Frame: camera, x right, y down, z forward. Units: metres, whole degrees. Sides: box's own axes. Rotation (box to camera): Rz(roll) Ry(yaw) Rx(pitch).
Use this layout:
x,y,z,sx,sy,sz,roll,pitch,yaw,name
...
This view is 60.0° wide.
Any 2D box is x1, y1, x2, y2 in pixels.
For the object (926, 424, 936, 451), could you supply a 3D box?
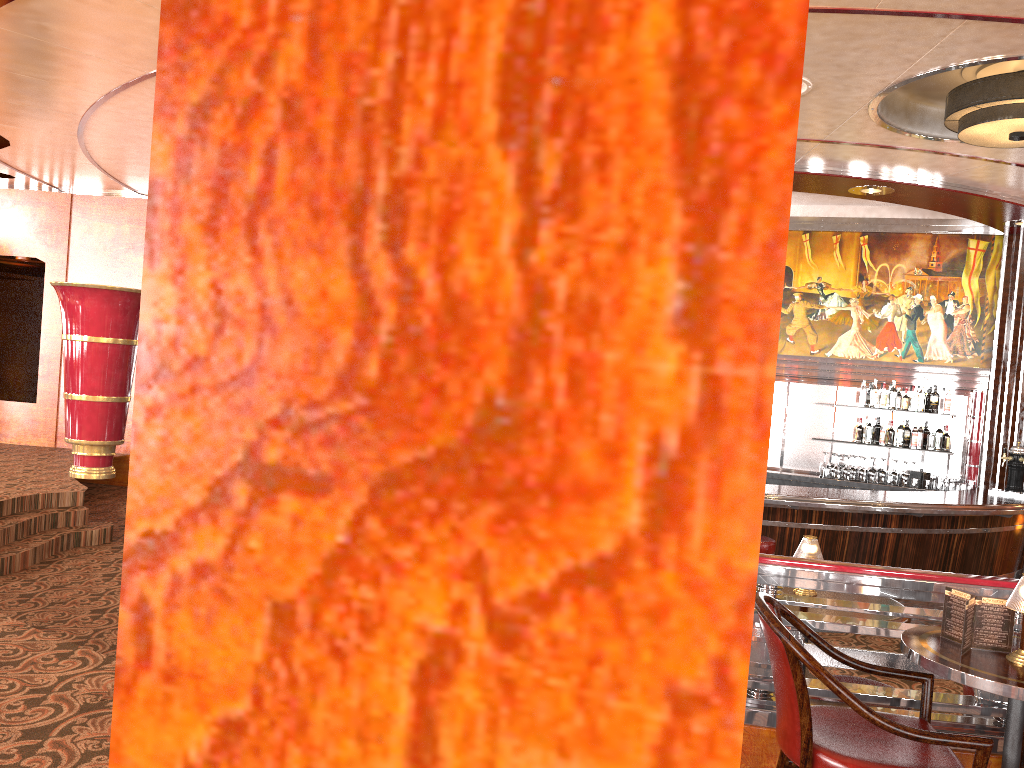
x,y,z,sx,sy,sz,roll,pitch,yaw,name
4.240,0.537,8.958,0.080,0.272,0.080,5,2,23,object

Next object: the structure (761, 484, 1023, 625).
x,y,z,sx,sy,sz,roll,pitch,yaw,name
1.131,1.268,8.400,7.807,1.048,3.207,5,1,20,structure

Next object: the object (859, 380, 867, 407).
x,y,z,sx,sy,sz,roll,pitch,yaw,name
3.634,0.099,9.167,0.067,0.283,0.067,4,2,-24,object

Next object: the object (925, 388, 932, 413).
x,y,z,sx,sy,sz,roll,pitch,yaw,name
4.275,0.166,9.088,0.090,0.256,0.090,5,2,26,object

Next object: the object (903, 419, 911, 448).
x,y,z,sx,sy,sz,roll,pitch,yaw,name
4.051,0.509,9.111,0.090,0.293,0.090,5,2,14,object

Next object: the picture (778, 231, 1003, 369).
x,y,z,sx,sy,sz,roll,pitch,yaw,name
1.878,-1.064,9.847,6.252,1.323,0.001,5,2,20,picture

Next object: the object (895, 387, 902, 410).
x,y,z,sx,sy,sz,roll,pitch,yaw,name
3.952,0.150,9.120,0.068,0.235,0.212,6,2,40,object

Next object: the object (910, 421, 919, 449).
x,y,z,sx,sy,sz,roll,pitch,yaw,name
4.075,0.519,8.974,0.067,0.283,0.067,5,2,-5,object

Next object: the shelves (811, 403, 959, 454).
x,y,z,sx,sy,sz,roll,pitch,yaw,name
3.260,0.312,9.381,2.593,0.568,0.339,5,2,20,shelves

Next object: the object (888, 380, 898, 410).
x,y,z,sx,sy,sz,roll,pitch,yaw,name
3.890,0.111,9.051,0.078,0.305,0.078,5,2,8,object

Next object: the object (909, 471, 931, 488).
x,y,z,sx,sy,sz,roll,pitch,yaw,name
4.103,0.965,8.961,0.195,0.156,0.169,3,2,-45,object

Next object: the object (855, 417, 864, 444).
x,y,z,sx,sy,sz,roll,pitch,yaw,name
3.633,0.483,9.260,0.080,0.272,0.080,5,2,23,object

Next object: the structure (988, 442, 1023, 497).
x,y,z,sx,sy,sz,roll,pitch,yaw,name
4.744,0.812,8.366,0.360,0.540,0.281,6,2,40,structure

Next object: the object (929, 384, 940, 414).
x,y,z,sx,sy,sz,roll,pitch,yaw,name
4.252,0.149,8.919,0.090,0.293,0.090,3,2,-36,object

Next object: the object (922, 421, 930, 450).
x,y,z,sx,sy,sz,roll,pitch,yaw,name
4.247,0.525,9.114,0.090,0.293,0.090,3,2,-36,object

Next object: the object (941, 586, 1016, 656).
x,y,z,sx,sy,sz,roll,pitch,yaw,name
1.356,0.704,2.651,0.195,0.156,0.169,4,1,-20,object

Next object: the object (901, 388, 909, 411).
x,y,z,sx,sy,sz,roll,pitch,yaw,name
4.010,0.155,9.033,0.070,0.238,0.070,5,2,-6,object

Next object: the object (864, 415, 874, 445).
x,y,z,sx,sy,sz,roll,pitch,yaw,name
3.700,0.473,9.170,0.078,0.305,0.078,5,2,13,object

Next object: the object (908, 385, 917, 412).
x,y,z,sx,sy,sz,roll,pitch,yaw,name
4.111,0.145,9.098,0.080,0.272,0.080,4,2,-12,object

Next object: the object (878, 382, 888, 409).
x,y,z,sx,sy,sz,roll,pitch,yaw,name
3.813,0.120,9.103,0.080,0.272,0.080,5,2,13,object

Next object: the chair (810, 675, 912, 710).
x,y,z,sx,sy,sz,roll,pitch,yaw,name
1.266,1.509,3.302,0.350,0.756,0.350,4,2,-29,chair

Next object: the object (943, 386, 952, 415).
x,y,z,sx,sy,sz,roll,pitch,yaw,name
4.374,0.164,8.896,0.067,0.283,0.067,6,2,32,object

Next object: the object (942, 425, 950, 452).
x,y,z,sx,sy,sz,roll,pitch,yaw,name
4.420,0.551,9.033,0.080,0.272,0.080,5,2,18,object

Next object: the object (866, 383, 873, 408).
x,y,z,sx,sy,sz,roll,pitch,yaw,name
3.735,0.120,9.243,0.090,0.256,0.090,6,2,41,object

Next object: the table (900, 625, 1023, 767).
x,y,z,sx,sy,sz,roll,pitch,yaw,name
1.445,1.152,2.578,0.640,0.720,0.639,4,2,-27,table

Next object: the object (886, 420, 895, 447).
x,y,z,sx,sy,sz,roll,pitch,yaw,name
3.922,0.508,9.176,0.080,0.272,0.080,5,2,23,object

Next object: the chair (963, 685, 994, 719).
x,y,z,sx,sy,sz,roll,pitch,yaw,name
1.953,1.562,3.516,0.350,0.756,0.350,4,2,-29,chair

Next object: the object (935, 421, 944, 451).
x,y,z,sx,sy,sz,roll,pitch,yaw,name
4.323,0.528,8.976,0.078,0.305,0.078,6,2,33,object

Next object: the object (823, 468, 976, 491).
x,y,z,sx,sy,sz,roll,pitch,yaw,name
3.963,0.962,9.104,1.424,0.135,0.403,5,1,26,object

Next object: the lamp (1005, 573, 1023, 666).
x,y,z,sx,sy,sz,roll,pitch,yaw,name
1.476,0.668,2.527,0.130,0.250,0.130,6,2,31,lamp

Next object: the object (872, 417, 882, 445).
x,y,z,sx,sy,sz,roll,pitch,yaw,name
3.808,0.487,9.243,0.090,0.293,0.090,5,2,-1,object

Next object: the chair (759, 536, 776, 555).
x,y,z,sx,sy,sz,roll,pitch,yaw,name
1.716,1.494,6.482,0.350,0.756,0.350,4,2,-29,chair

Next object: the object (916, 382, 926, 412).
x,y,z,sx,sy,sz,roll,pitch,yaw,name
4.149,0.133,8.973,0.078,0.305,0.078,5,2,1,object

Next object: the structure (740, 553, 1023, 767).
x,y,z,sx,sy,sz,roll,pitch,yaw,name
2.180,0.157,3.074,4.354,3.607,0.548,5,2,-6,structure

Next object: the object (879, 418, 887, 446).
x,y,z,sx,sy,sz,roll,pitch,yaw,name
3.824,0.496,9.124,0.067,0.283,0.067,4,2,-14,object

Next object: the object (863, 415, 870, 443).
x,y,z,sx,sy,sz,roll,pitch,yaw,name
3.725,0.474,9.257,0.078,0.305,0.206,5,2,16,object

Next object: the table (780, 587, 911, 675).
x,y,z,sx,sy,sz,roll,pitch,yaw,name
1.238,1.395,3.878,0.849,0.960,0.849,5,1,22,table

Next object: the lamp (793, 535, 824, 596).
x,y,z,sx,sy,sz,roll,pitch,yaw,name
1.296,0.792,3.884,0.130,0.250,0.130,6,2,40,lamp

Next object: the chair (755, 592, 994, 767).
x,y,z,sx,sy,sz,roll,pitch,yaw,name
0.991,1.066,2.610,0.615,0.817,0.587,5,1,10,chair

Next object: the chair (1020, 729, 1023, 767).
x,y,z,sx,sy,sz,roll,pitch,yaw,name
1.811,1.135,2.477,0.615,0.817,0.588,5,2,15,chair

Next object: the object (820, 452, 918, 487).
x,y,z,sx,sy,sz,roll,pitch,yaw,name
3.675,0.883,9.158,0.950,0.245,0.396,5,1,23,object

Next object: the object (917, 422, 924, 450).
x,y,z,sx,sy,sz,roll,pitch,yaw,name
4.149,0.524,9.020,0.067,0.283,0.067,4,2,-19,object

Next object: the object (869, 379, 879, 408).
x,y,z,sx,sy,sz,roll,pitch,yaw,name
3.734,0.097,9.131,0.078,0.305,0.078,5,2,11,object

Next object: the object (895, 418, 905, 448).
x,y,z,sx,sy,sz,roll,pitch,yaw,name
3.963,0.497,9.043,0.078,0.305,0.078,4,2,-32,object
